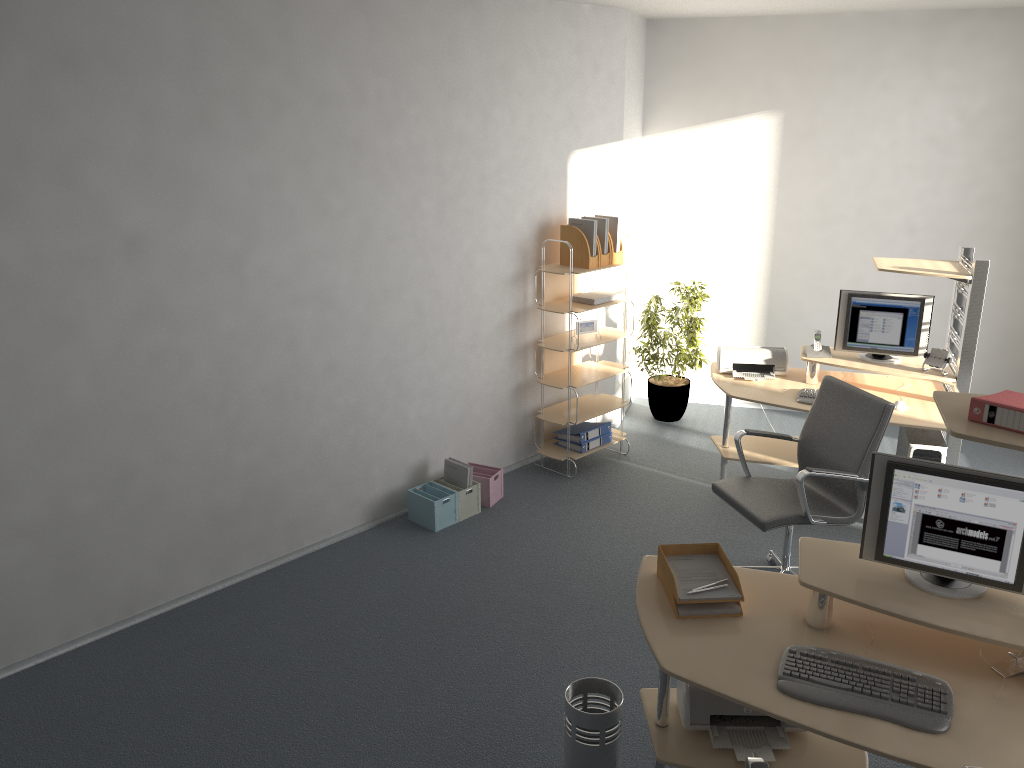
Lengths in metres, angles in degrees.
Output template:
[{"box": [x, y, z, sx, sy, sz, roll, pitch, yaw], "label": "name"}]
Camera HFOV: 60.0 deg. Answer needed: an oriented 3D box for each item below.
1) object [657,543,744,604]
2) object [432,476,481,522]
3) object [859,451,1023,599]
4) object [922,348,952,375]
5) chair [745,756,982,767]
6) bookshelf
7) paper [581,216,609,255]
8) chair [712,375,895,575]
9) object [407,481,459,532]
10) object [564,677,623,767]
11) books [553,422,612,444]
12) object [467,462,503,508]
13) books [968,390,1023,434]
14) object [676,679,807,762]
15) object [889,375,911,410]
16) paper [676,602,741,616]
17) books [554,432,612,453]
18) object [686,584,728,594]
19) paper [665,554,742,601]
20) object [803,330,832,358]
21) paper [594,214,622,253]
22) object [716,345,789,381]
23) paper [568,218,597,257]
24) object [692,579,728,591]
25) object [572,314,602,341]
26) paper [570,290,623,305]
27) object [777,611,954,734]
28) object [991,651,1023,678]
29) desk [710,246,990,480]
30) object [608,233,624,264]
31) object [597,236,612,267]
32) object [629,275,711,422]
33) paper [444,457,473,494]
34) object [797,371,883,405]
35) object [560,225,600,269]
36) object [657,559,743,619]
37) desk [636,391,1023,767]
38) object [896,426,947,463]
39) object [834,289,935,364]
[{"box": [0.653, 0.655, 3.092, 0.225, 0.060, 0.309, -1, 17, -3], "label": "object"}, {"box": [-0.342, 0.693, 5.418, 0.245, 0.202, 0.185, 16, 24, 42], "label": "object"}, {"box": [1.420, 0.441, 2.824, 0.516, 0.418, 0.245, 14, 22, 37], "label": "object"}, {"box": [2.452, -0.133, 5.108, 0.093, 0.135, 0.154, -12, 21, -34], "label": "object"}, {"box": [0.885, 1.250, 2.179, 0.584, 1.048, 0.652, 1, 17, 4], "label": "chair"}, {"box": [0.490, -0.213, 5.990, 0.381, 1.572, 0.724, 16, 24, 42], "label": "bookshelf"}, {"box": [0.539, -0.943, 5.823, 0.045, 0.297, 0.213, -17, 24, -42], "label": "paper"}, {"box": [1.402, 0.551, 4.401, 0.652, 1.048, 0.584, -5, 18, -16], "label": "chair"}, {"box": [-0.470, 0.733, 5.292, 0.245, 0.202, 0.185, 16, 24, 42], "label": "object"}, {"box": [0.293, 1.288, 3.214, 0.208, 0.377, 0.208, -10, 20, -27], "label": "object"}, {"box": [0.486, 0.320, 6.145, 0.320, 0.100, 0.263, -17, 24, -42], "label": "books"}, {"box": [-0.205, 0.638, 5.591, 0.245, 0.202, 0.185, 8, 19, 25], "label": "object"}, {"box": [1.553, 0.084, 2.583, 0.262, 0.072, 0.320, -15, 22, -38], "label": "books"}, {"box": [0.815, 1.136, 3.079, 0.438, 0.162, 0.351, 0, 17, 2], "label": "object"}, {"box": [2.348, 0.057, 5.292, 0.168, 0.088, 0.742, 6, 18, 19], "label": "object"}, {"box": [0.654, 0.721, 3.112, 0.210, 0.019, 0.297, -1, 17, -3], "label": "paper"}, {"box": [0.493, 0.374, 6.154, 0.320, 0.072, 0.262, -17, 24, -42], "label": "books"}, {"box": [0.659, 0.694, 2.996, 0.159, 0.009, 0.008, -6, 18, -18], "label": "object"}, {"box": [0.653, 0.671, 3.096, 0.210, 0.010, 0.297, -1, 17, -3], "label": "paper"}, {"box": [1.887, -0.251, 5.472, 0.150, 0.151, 0.119, 1, 17, 3], "label": "object"}, {"box": [0.631, -0.968, 5.903, 0.045, 0.297, 0.213, -15, 23, -40], "label": "paper"}, {"box": [1.531, -0.136, 5.620, 0.438, 0.162, 0.351, 3, 18, 9], "label": "object"}, {"box": [0.453, -0.916, 5.738, 0.213, 0.297, 0.045, 15, 23, 40], "label": "paper"}, {"box": [0.673, 0.686, 3.021, 0.159, 0.009, 0.008, -9, 19, -26], "label": "object"}, {"box": [0.499, -0.379, 5.915, 0.192, 0.161, 0.077, -9, 19, -25], "label": "object"}, {"box": [0.565, -0.581, 5.936, 0.213, 0.046, 0.297, 16, 24, 42], "label": "paper"}, {"box": [1.147, 0.832, 2.846, 0.478, 0.082, 0.814, 8, 19, 24], "label": "object"}, {"box": [1.543, 0.834, 2.687, 0.159, 0.064, 0.054, -5, 18, -15], "label": "object"}, {"box": [1.897, 0.002, 5.279, 1.469, 1.566, 0.967, 5, 18, 17], "label": "desk"}, {"box": [0.617, -0.945, 5.895, 0.113, 0.259, 0.243, -15, 23, -40], "label": "object"}, {"box": [0.525, -0.919, 5.814, 0.113, 0.259, 0.243, -17, 24, -42], "label": "object"}, {"box": [1.258, -0.266, 6.874, 0.644, 1.147, 0.544, -16, 23, -41], "label": "object"}, {"box": [-0.331, 0.622, 5.407, 0.220, 0.306, 0.068, 16, 24, 42], "label": "paper"}, {"box": [2.013, 0.039, 5.364, 0.478, 0.082, 0.814, 8, 19, 24], "label": "object"}, {"box": [0.440, -0.892, 5.729, 0.243, 0.259, 0.113, 15, 23, 40], "label": "object"}, {"box": [0.653, 0.709, 3.109, 0.225, 0.060, 0.309, -1, 17, -3], "label": "object"}, {"box": [1.062, 0.803, 2.735, 1.469, 1.566, 0.967, 5, 18, 17], "label": "desk"}, {"box": [2.378, 0.482, 5.187, 0.199, 0.422, 0.471, 5, 18, 17], "label": "object"}, {"box": [2.246, -0.354, 5.348, 0.516, 0.418, 0.245, 10, 20, 31], "label": "object"}]
